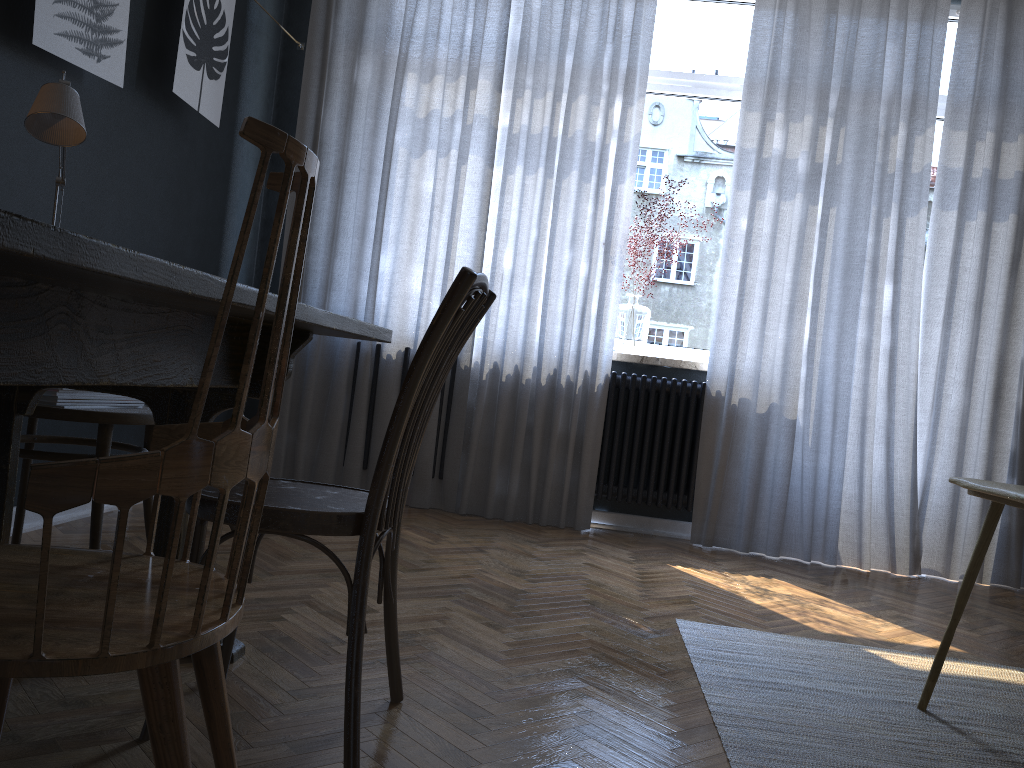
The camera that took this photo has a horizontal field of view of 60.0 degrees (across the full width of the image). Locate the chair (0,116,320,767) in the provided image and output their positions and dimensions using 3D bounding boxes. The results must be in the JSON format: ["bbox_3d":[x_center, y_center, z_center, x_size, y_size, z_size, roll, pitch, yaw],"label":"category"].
[{"bbox_3d":[-0.427,0.166,0.906,0.384,0.857,0.455,7,1,-10],"label":"chair"}]

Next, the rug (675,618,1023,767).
[{"bbox_3d":[0.888,0.748,1.572,1.003,0.013,2.011,7,0,5],"label":"rug"}]

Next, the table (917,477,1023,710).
[{"bbox_3d":[1.103,0.499,1.687,0.339,0.550,0.787,7,0,5],"label":"table"}]

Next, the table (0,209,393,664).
[{"bbox_3d":[-0.937,0.165,1.265,1.126,0.728,1.604,7,0,5],"label":"table"}]

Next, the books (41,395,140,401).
[{"bbox_3d":[-1.141,0.026,2.288,0.218,0.013,0.305,7,0,17],"label":"books"}]

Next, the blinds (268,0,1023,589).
[{"bbox_3d":[0.895,-0.668,4.082,3.992,2.789,0.312,7,1,5],"label":"blinds"}]

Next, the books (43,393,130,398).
[{"bbox_3d":[-1.146,0.020,2.290,0.218,0.008,0.288,7,0,18],"label":"books"}]

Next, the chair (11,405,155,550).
[{"bbox_3d":[-1.180,0.035,2.317,0.549,0.921,0.438,7,1,2],"label":"chair"}]

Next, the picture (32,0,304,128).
[{"bbox_3d":[-1.266,-1.309,2.142,0.058,0.771,4.457,7,0,5],"label":"picture"}]

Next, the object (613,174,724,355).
[{"bbox_3d":[0.638,-0.541,4.195,0.514,0.810,0.598,7,1,-21],"label":"object"}]

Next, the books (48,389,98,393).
[{"bbox_3d":[-1.144,0.009,2.298,0.218,0.006,0.304,7,0,17],"label":"books"}]

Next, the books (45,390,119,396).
[{"bbox_3d":[-1.146,0.014,2.290,0.218,0.008,0.288,7,0,18],"label":"books"}]

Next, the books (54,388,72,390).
[{"bbox_3d":[-1.141,0.004,2.294,0.218,0.008,0.288,7,0,16],"label":"books"}]

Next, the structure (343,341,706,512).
[{"bbox_3d":[0.101,0.199,4.221,1.846,0.600,0.216,7,1,5],"label":"structure"}]

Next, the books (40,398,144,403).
[{"bbox_3d":[-1.143,0.034,2.290,0.218,0.008,0.304,7,0,17],"label":"books"}]

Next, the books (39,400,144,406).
[{"bbox_3d":[-1.144,0.041,2.288,0.218,0.007,0.305,7,0,17],"label":"books"}]

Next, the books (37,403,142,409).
[{"bbox_3d":[-1.144,0.048,2.290,0.218,0.008,0.304,7,0,12],"label":"books"}]

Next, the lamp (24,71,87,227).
[{"bbox_3d":[-1.180,-0.165,2.170,0.242,1.070,0.799,6,1,-41],"label":"lamp"}]

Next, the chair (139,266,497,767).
[{"bbox_3d":[-0.318,0.191,1.552,0.467,0.820,0.363,7,1,5],"label":"chair"}]
